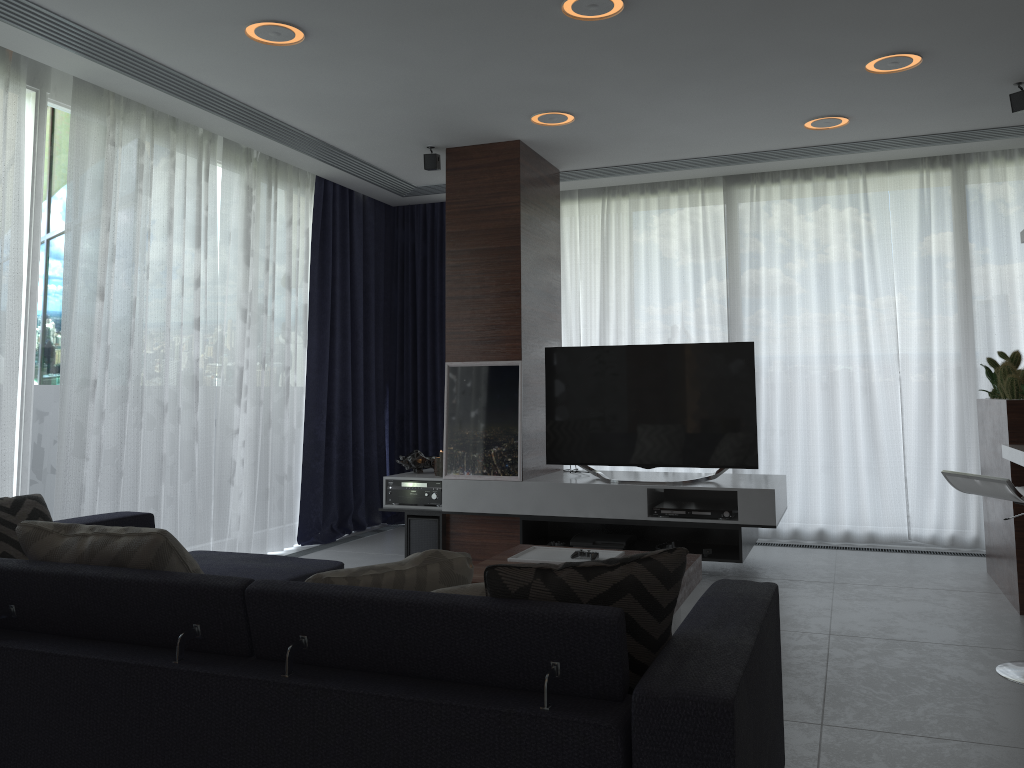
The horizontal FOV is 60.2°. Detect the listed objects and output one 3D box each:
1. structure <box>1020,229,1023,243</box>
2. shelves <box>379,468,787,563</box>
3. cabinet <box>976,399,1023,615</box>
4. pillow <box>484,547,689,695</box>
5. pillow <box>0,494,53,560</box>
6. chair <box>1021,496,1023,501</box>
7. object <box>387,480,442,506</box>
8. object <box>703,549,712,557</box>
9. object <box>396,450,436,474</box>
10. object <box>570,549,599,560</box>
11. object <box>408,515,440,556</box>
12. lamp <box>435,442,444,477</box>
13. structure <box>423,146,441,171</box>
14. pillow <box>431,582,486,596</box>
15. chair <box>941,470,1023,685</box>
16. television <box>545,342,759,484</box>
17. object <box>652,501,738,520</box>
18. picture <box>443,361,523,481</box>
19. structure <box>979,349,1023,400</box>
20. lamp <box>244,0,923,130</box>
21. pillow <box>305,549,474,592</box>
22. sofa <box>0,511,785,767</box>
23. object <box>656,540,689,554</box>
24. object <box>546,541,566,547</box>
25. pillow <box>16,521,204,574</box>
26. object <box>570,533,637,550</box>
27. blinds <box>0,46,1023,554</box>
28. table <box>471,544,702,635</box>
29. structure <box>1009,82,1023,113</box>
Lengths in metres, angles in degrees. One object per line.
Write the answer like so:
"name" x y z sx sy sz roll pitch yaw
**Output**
"structure" 2.774 -1.146 4.259 0.446 0.765 1.039 -2 -3 21
"shelves" 0.433 0.818 5.412 2.347 0.503 0.869 -1 -2 21
"cabinet" 2.400 -0.249 3.411 0.785 2.570 3.318 -2 -3 21
"pillow" 0.139 0.525 1.824 0.415 0.389 0.220 0 -5 -9
"pillow" -1.790 0.562 3.148 0.286 0.347 0.413 -2 -3 26
"chair" 1.749 0.668 2.477 0.462 0.714 0.394 -4 -6 38
"object" -0.542 0.674 5.578 0.369 0.151 0.367 -1 -2 21
"object" 1.053 0.908 4.752 0.044 0.044 0.043 -2 -4 21
"object" -0.599 0.503 5.746 0.311 0.151 0.136 0 -4 -22
"object" 0.297 0.684 3.551 0.112 0.037 0.070 -1 -2 34
"object" -0.490 0.934 5.423 0.213 0.253 0.253 -2 -4 21
"lamp" -0.434 0.469 5.527 0.077 0.212 0.152 2 -5 -21
"structure" -0.502 -1.410 5.554 0.084 0.143 0.113 -1 -4 11
"pillow" -0.035 0.565 1.992 0.415 0.297 0.328 0 -3 -17
"chair" 1.872 0.676 3.159 0.464 0.714 0.393 0 -5 -7
"television" 0.786 0.165 5.124 1.229 0.793 0.295 -1 -5 21
"object" 1.027 0.703 4.914 0.430 0.053 0.334 -1 -1 21
"picture" -0.175 0.216 5.268 0.499 0.706 0.053 -2 -6 21
"structure" 2.541 -0.043 4.542 0.222 0.288 0.996 -2 -2 23
"lamp" 3.129 -1.514 2.367 9.581 0.085 5.317 -1 -1 7
"pillow" -0.310 0.560 2.068 0.418 0.354 0.279 1 -4 -26
"sofa" -0.641 0.741 2.812 2.869 0.612 1.890 -1 -1 21
"object" 0.875 0.895 4.884 0.116 0.079 0.183 2 -2 -39
"object" 0.259 0.922 5.080 0.112 0.037 0.070 -1 -2 34
"pillow" -0.970 0.537 2.254 0.494 0.391 0.341 -1 -4 21
"object" 0.528 0.903 5.071 0.314 0.068 0.312 -1 -1 21
"blinds" 0.279 -0.347 3.169 5.791 2.792 7.105 -1 -2 24
"table" 0.268 0.870 3.405 0.799 0.355 0.801 -1 -2 21
"structure" 2.590 -1.447 4.473 0.114 0.143 0.084 2 -5 -29
